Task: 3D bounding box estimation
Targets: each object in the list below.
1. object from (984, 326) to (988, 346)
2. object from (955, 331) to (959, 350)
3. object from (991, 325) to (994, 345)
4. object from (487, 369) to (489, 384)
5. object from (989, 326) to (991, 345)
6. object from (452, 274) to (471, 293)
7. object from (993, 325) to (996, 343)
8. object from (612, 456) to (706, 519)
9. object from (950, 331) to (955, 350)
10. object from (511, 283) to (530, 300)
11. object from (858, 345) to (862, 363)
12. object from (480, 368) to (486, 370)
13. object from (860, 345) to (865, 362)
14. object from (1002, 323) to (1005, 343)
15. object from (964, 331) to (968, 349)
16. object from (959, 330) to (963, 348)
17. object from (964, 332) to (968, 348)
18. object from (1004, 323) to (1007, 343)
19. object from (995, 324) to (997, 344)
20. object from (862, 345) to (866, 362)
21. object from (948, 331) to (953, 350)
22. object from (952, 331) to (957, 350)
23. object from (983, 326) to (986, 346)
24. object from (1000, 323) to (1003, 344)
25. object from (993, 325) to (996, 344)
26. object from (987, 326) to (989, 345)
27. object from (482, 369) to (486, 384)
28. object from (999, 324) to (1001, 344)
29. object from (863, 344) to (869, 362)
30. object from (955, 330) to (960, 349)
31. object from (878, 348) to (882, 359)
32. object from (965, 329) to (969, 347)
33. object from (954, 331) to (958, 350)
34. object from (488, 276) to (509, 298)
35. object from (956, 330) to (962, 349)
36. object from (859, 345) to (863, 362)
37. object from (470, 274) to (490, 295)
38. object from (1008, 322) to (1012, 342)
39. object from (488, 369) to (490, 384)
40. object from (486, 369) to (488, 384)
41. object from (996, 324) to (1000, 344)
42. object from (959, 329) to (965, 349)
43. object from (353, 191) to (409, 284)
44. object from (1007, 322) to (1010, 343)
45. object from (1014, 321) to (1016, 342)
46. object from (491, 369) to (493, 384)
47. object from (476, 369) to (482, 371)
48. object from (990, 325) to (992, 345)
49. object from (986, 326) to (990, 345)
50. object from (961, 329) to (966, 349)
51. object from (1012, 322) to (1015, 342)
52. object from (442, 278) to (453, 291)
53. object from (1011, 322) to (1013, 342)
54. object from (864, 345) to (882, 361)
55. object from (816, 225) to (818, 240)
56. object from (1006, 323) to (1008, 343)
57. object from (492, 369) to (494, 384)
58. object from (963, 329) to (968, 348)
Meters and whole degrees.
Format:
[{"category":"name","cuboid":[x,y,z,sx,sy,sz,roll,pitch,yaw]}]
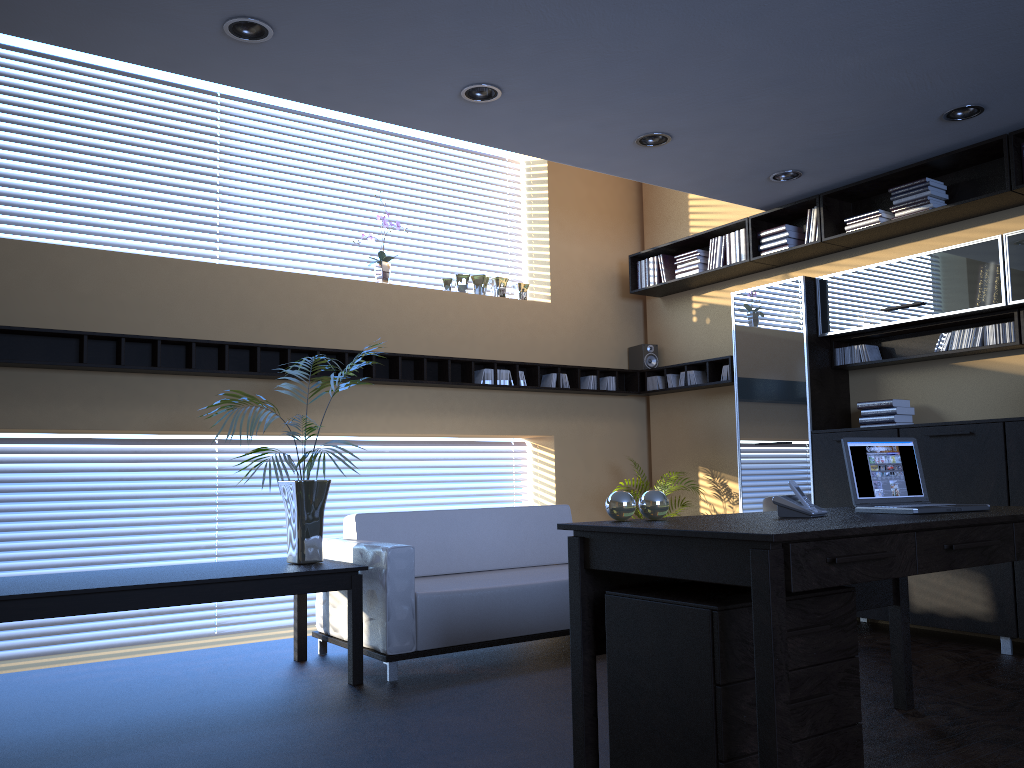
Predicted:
[{"category":"object","cuboid":[2.921,-0.289,5.396,0.142,0.120,0.009,3,-6,-35]},{"category":"object","cuboid":[2.825,-0.271,5.546,0.142,0.118,0.040,3,-6,-34]},{"category":"object","cuboid":[2.942,-0.293,5.362,0.142,0.120,0.009,3,-6,-35]},{"category":"object","cuboid":[-0.229,-0.052,7.012,0.009,0.120,0.142,2,-6,-34]},{"category":"object","cuboid":[2.938,-0.291,5.383,0.140,0.118,0.006,3,-6,-34]},{"category":"object","cuboid":[-0.409,-0.801,7.192,0.133,0.159,0.126,0,-5,-14]},{"category":"object","cuboid":[2.951,-0.294,5.356,0.142,0.120,0.009,3,-6,-35]},{"category":"object","cuboid":[1.187,1.177,7.225,0.840,1.238,0.690,-1,-5,-1]},{"category":"object","cuboid":[2.804,-0.268,5.567,0.142,0.118,0.040,3,-6,-34]},{"category":"object","cuboid":[0.074,-0.771,7.524,0.124,0.149,0.118,2,-6,-34]},{"category":"object","cuboid":[2.431,-0.203,6.111,0.142,0.120,0.009,3,-6,-35]},{"category":"object","cuboid":[-0.244,-0.053,6.999,0.009,0.124,0.142,2,-6,-34]},{"category":"object","cuboid":[2.447,-0.206,6.084,0.142,0.119,0.030,3,-6,-35]},{"category":"object","cuboid":[2.979,-0.299,5.315,0.142,0.120,0.009,3,-6,-35]},{"category":"object","cuboid":[2.853,-0.276,5.503,0.142,0.118,0.040,3,-6,-35]},{"category":"object","cuboid":[2.836,-0.273,5.528,0.140,0.115,0.036,3,-6,-35]},{"category":"object","cuboid":[2.858,-0.277,5.495,0.142,0.118,0.040,3,-6,-35]},{"category":"object","cuboid":[2.989,-0.299,5.309,0.142,0.120,0.009,3,-6,-35]},{"category":"object","cuboid":[2.959,-0.295,5.349,0.142,0.120,0.009,3,-6,-35]},{"category":"object","cuboid":[2.456,-0.206,6.077,0.142,0.119,0.030,3,-6,-35]},{"category":"object","cuboid":[2.798,-0.267,5.576,0.142,0.118,0.040,3,-6,-35]},{"category":"object","cuboid":[2.812,-0.269,5.561,0.140,0.115,0.036,3,-6,-35]},{"category":"object","cuboid":[2.917,-0.288,5.406,0.142,0.120,0.009,3,-6,-35]},{"category":"object","cuboid":[2.972,-0.298,5.322,0.142,0.120,0.009,3,-6,-35]},{"category":"object","cuboid":[2.948,-0.294,5.354,0.140,0.118,0.006,3,-6,-35]},{"category":"object","cuboid":[2.928,-0.290,5.388,0.140,0.118,0.006,3,-6,-34]},{"category":"object","cuboid":[-0.245,-0.053,7.000,0.009,0.120,0.142,2,-6,-34]},{"category":"object","cuboid":[2.974,-0.296,5.335,0.142,0.120,0.009,3,-6,-35]},{"category":"object","cuboid":[2.456,-0.208,6.065,0.142,0.119,0.030,3,-6,-35]},{"category":"object","cuboid":[2.824,-0.271,5.544,0.140,0.115,0.036,3,-6,-34]},{"category":"object","cuboid":[2.473,-0.208,6.058,0.140,0.115,0.036,3,-6,-35]},{"category":"object","cuboid":[2.856,-0.277,5.493,0.140,0.115,0.036,3,-6,-35]},{"category":"object","cuboid":[2.816,-0.270,5.551,0.140,0.115,0.036,3,-6,-35]},{"category":"object","cuboid":[-0.114,-0.793,7.396,0.144,0.173,0.137,4,-7,-44]},{"category":"object","cuboid":[2.825,-0.272,5.533,0.142,0.118,0.040,3,-6,-35]},{"category":"object","cuboid":[2.440,-0.205,6.091,0.140,0.117,0.026,3,-6,-34]},{"category":"object","cuboid":[-0.263,-0.800,7.297,0.137,0.173,0.144,-3,-5,16]},{"category":"object","cuboid":[3.001,-0.303,5.281,0.142,0.120,0.009,3,-6,-34]},{"category":"object","cuboid":[-0.220,-0.051,7.018,0.009,0.120,0.142,2,-6,-34]},{"category":"object","cuboid":[-0.237,-0.052,7.005,0.009,0.120,0.142,2,-6,-34]},{"category":"object","cuboid":[2.959,-0.296,5.337,0.142,0.120,0.009,3,-6,-34]},{"category":"object","cuboid":[2.840,-0.274,5.519,0.142,0.118,0.040,3,-6,-34]},{"category":"object","cuboid":[-0.968,-1.097,6.836,0.352,0.694,0.438,-5,-6,35]},{"category":"object","cuboid":[2.995,-0.302,5.289,0.142,0.120,0.009,3,-6,-35]},{"category":"object","cuboid":[3.018,-0.306,5.256,0.142,0.120,0.009,3,-6,-35]},{"category":"object","cuboid":[-0.197,-0.050,7.038,0.009,0.120,0.142,2,-6,-35]},{"category":"object","cuboid":[-0.267,-0.052,6.990,0.041,0.122,0.142,2,-6,-35]},{"category":"object","cuboid":[2.940,-0.292,5.372,0.140,0.118,0.006,3,-6,-35]},{"category":"object","cuboid":[2.930,-0.290,5.391,0.142,0.120,0.009,3,-6,-34]},{"category":"object","cuboid":[2.848,-0.275,5.512,0.142,0.118,0.040,3,-6,-34]},{"category":"object","cuboid":[3.010,-0.305,5.263,0.142,0.120,0.009,3,-6,-34]},{"category":"object","cuboid":[-0.517,-0.784,7.116,0.089,0.113,0.095,-1,-5,1]},{"category":"object","cuboid":[3.011,-0.303,5.275,0.142,0.120,0.009,3,-6,-35]},{"category":"object","cuboid":[2.467,-0.208,6.054,0.142,0.118,0.040,3,-6,-35]},{"category":"object","cuboid":[2.241,-1.122,6.300,0.207,0.259,0.075,2,-6,-35]},{"category":"object","cuboid":[2.995,-0.300,5.300,0.140,0.118,0.006,3,-6,-35]},{"category":"object","cuboid":[-0.189,-0.049,7.043,0.006,0.118,0.140,2,-6,-35]},{"category":"object","cuboid":[2.848,-0.276,5.500,0.140,0.115,0.036,3,-6,-35]}]
